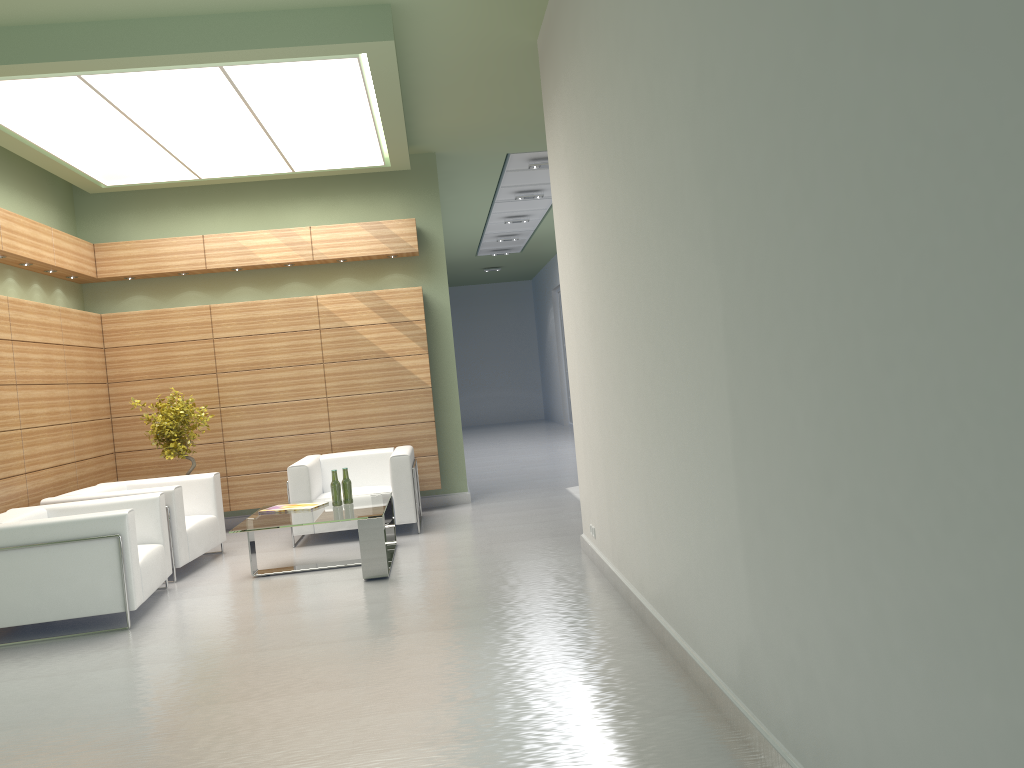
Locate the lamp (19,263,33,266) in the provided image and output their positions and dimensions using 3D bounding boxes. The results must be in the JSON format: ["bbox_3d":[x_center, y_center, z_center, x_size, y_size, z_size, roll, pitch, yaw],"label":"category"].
[{"bbox_3d":[-7.044,-1.758,12.848,0.181,0.074,0.181,-6,1,-22],"label":"lamp"}]

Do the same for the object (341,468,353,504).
[{"bbox_3d":[-2.182,1.344,11.707,0.131,0.475,0.131,-6,1,-40],"label":"object"}]

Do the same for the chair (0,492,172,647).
[{"bbox_3d":[-4.971,2.025,10.023,1.802,1.234,1.894,-6,1,-10],"label":"chair"}]

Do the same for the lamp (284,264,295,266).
[{"bbox_3d":[-3.874,-2.095,15.415,0.181,0.074,0.181,-6,1,-10],"label":"lamp"}]

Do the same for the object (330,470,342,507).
[{"bbox_3d":[-2.300,1.357,11.576,0.131,0.475,0.131,-6,1,-40],"label":"object"}]

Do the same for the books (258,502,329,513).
[{"bbox_3d":[-2.889,1.636,11.751,0.762,0.025,0.508,-5,1,15],"label":"books"}]

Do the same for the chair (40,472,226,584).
[{"bbox_3d":[-5.149,2.008,12.341,1.769,1.234,1.894,-5,1,0],"label":"chair"}]

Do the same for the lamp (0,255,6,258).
[{"bbox_3d":[-6.977,-1.753,12.052,0.181,0.074,0.181,-6,1,-22],"label":"lamp"}]

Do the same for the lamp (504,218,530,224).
[{"bbox_3d":[0.126,-4.380,23.626,0.657,0.159,0.286,-5,1,-5],"label":"lamp"}]

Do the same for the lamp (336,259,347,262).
[{"bbox_3d":[-2.978,-2.181,15.489,0.181,0.074,0.181,-6,1,-44],"label":"lamp"}]

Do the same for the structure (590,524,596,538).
[{"bbox_3d":[0.935,1.701,10.278,0.017,0.118,0.262,-5,1,-5],"label":"structure"}]

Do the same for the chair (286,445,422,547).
[{"bbox_3d":[-2.438,1.727,14.013,1.894,1.234,1.802,-5,1,-5],"label":"chair"}]

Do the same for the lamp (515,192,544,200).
[{"bbox_3d":[0.393,-4.359,20.449,0.657,0.159,0.286,-5,1,-5],"label":"lamp"}]

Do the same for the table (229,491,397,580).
[{"bbox_3d":[-2.459,1.987,11.436,1.783,0.742,2.197,-5,1,-5],"label":"table"}]

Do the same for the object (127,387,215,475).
[{"bbox_3d":[-5.308,1.322,13.963,1.201,2.565,1.116,-6,1,-37],"label":"object"}]

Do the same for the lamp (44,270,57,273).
[{"bbox_3d":[-7.113,-1.763,13.665,0.181,0.074,0.181,-6,1,-33],"label":"lamp"}]

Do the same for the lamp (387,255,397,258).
[{"bbox_3d":[-2.100,-2.266,15.563,0.181,0.074,0.181,-6,1,-10],"label":"lamp"}]

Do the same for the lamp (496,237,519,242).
[{"bbox_3d":[-0.136,-4.400,26.748,0.657,0.159,0.286,-5,1,-5],"label":"lamp"}]

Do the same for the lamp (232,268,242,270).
[{"bbox_3d":[-4.758,-2.010,15.341,0.181,0.074,0.181,-6,1,-44],"label":"lamp"}]

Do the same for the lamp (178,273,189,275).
[{"bbox_3d":[-5.661,-1.924,15.266,0.181,0.074,0.181,-6,1,-10],"label":"lamp"}]

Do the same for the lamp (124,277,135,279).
[{"bbox_3d":[-6.552,-1.838,15.192,0.181,0.074,0.181,-6,1,-10],"label":"lamp"}]

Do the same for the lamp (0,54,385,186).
[{"bbox_3d":[-4.204,-3.612,12.238,4.571,0.325,5.060,-5,1,-5],"label":"lamp"}]

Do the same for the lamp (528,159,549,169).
[{"bbox_3d":[0.648,-4.340,17.407,0.657,0.159,0.286,-5,1,-5],"label":"lamp"}]

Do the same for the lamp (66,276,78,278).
[{"bbox_3d":[-7.180,-1.768,14.470,0.181,0.074,0.181,-6,1,-22],"label":"lamp"}]

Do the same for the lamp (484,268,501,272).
[{"bbox_3d":[-0.764,-4.449,34.234,0.657,0.159,0.286,-5,1,-5],"label":"lamp"}]

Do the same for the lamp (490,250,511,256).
[{"bbox_3d":[-0.391,-4.420,29.785,0.657,0.159,0.286,-5,1,-5],"label":"lamp"}]
